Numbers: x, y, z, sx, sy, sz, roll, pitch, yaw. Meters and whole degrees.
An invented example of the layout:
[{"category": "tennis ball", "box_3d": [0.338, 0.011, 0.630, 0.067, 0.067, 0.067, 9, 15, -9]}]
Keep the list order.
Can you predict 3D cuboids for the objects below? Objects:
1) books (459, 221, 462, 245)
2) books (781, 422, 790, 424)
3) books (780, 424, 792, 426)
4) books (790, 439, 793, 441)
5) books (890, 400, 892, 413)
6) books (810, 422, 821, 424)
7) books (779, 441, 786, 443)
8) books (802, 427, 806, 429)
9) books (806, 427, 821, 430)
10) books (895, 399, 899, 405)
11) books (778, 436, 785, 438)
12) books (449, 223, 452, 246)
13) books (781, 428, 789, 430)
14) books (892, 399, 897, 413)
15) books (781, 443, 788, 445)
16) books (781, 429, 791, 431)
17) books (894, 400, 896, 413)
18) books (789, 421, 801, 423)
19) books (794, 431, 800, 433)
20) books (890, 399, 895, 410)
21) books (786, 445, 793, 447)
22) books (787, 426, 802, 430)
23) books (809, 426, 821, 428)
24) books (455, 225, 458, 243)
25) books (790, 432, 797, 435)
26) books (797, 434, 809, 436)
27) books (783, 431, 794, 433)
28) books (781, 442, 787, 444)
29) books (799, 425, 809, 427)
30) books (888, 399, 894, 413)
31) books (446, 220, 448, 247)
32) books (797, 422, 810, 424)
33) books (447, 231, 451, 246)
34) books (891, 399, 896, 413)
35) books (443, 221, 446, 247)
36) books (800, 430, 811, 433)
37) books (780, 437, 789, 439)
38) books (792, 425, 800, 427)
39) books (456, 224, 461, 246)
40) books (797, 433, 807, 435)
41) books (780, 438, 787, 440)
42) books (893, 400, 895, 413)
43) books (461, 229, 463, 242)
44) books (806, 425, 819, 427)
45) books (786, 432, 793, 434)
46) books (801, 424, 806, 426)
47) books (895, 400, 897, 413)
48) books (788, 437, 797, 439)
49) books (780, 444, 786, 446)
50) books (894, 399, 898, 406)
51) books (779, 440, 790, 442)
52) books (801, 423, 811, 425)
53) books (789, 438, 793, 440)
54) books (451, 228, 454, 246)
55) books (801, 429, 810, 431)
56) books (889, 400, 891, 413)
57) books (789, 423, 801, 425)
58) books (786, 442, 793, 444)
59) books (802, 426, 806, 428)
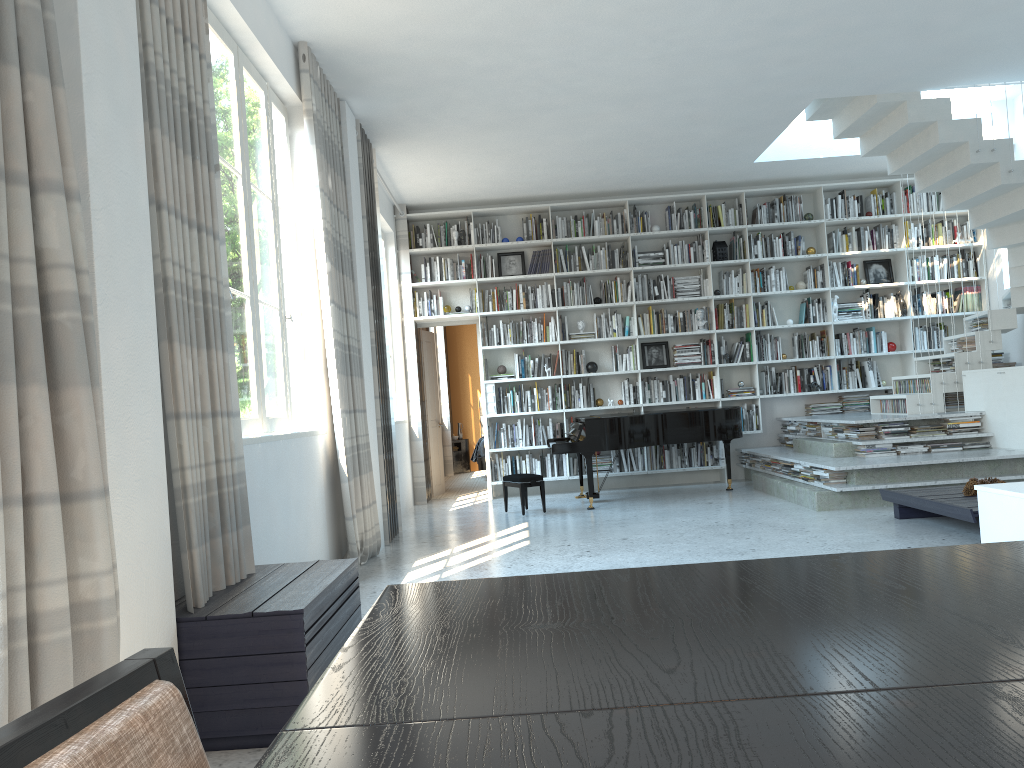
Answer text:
[{"category": "books", "box_3d": [-0.563, -1.628, 9.753, 0.013, 0.292, 0.154, -4, -1, 0]}, {"category": "books", "box_3d": [3.049, 0.418, 9.636, 0.159, 0.011, 0.246, -4, -2, -3]}, {"category": "books", "box_3d": [3.041, 0.440, 9.636, 0.171, 0.015, 0.253, -4, -2, -5]}, {"category": "books", "box_3d": [3.034, 0.590, 9.357, 0.137, 0.018, 0.200, -4, -2, -4]}, {"category": "books", "box_3d": [3.723, 0.211, 8.566, 0.125, 0.125, 0.007, -4, -1, 0]}, {"category": "books", "box_3d": [3.048, 0.376, 8.754, 0.139, 0.028, 0.262, -4, -2, 5]}, {"category": "books", "box_3d": [3.028, 0.627, 9.668, 0.170, 0.012, 0.215, -4, -2, 0]}, {"category": "books", "box_3d": [3.060, 0.446, 9.041, 0.150, 0.013, 0.215, -4, -2, 0]}, {"category": "books", "box_3d": [3.041, 0.433, 8.753, 0.179, 0.017, 0.293, -4, -2, 1]}, {"category": "books", "box_3d": [3.722, 0.208, 8.458, 0.125, 0.125, 0.007, -4, -1, 0]}, {"category": "books", "box_3d": [3.018, 0.570, 9.669, 0.174, 0.009, 0.240, -4, -2, 2]}, {"category": "books", "box_3d": [-0.670, -1.612, 9.748, 0.013, 0.275, 0.158, -4, -1, 0]}, {"category": "books", "box_3d": [3.050, 0.480, 9.636, 0.179, 0.012, 0.261, -4, -2, 0]}, {"category": "books", "box_3d": [3.723, 0.209, 8.518, 0.125, 0.125, 0.008, -4, -1, 0]}, {"category": "books", "box_3d": [3.032, 0.649, 9.668, 0.144, 0.005, 0.257, -4, -2, 5]}, {"category": "books", "box_3d": [3.046, 0.495, 9.635, 0.175, 0.017, 0.265, -4, -2, 3]}, {"category": "books", "box_3d": [3.722, 0.208, 8.473, 0.125, 0.125, 0.007, -4, -1, 0]}, {"category": "books", "box_3d": [3.038, 0.389, 9.346, 0.171, 0.020, 0.193, -4, -2, -5]}, {"category": "books", "box_3d": [3.070, 0.498, 9.344, 0.131, 0.021, 0.240, -4, -2, 2]}, {"category": "books", "box_3d": [3.723, 0.211, 8.581, 0.125, 0.125, 0.008, -4, -1, 0]}, {"category": "books", "box_3d": [3.013, 0.644, 9.357, 0.187, 0.009, 0.261, -4, -2, 3]}, {"category": "books", "box_3d": [3.036, 0.458, 9.345, 0.189, 0.030, 0.237, -4, -2, -3]}, {"category": "books", "box_3d": [3.042, 0.419, 8.754, 0.161, 0.012, 0.254, -4, -2, 4]}, {"category": "books", "box_3d": [-0.606, -1.606, 9.744, 0.021, 0.253, 0.179, -4, -1, 0]}, {"category": "books", "box_3d": [3.052, 0.518, 9.344, 0.173, 0.017, 0.233, -4, -2, -1]}, {"category": "books", "box_3d": [3.045, 0.513, 9.040, 0.183, 0.012, 0.296, -4, -2, -1]}, {"category": "books", "box_3d": [3.056, 0.511, 9.635, 0.163, 0.017, 0.232, -4, -2, 2]}, {"category": "books", "box_3d": [3.040, 0.639, 9.668, 0.147, 0.014, 0.292, -4, -2, 0]}, {"category": "books", "box_3d": [3.047, 0.423, 9.041, 0.167, 0.008, 0.234, -4, -2, -1]}, {"category": "books", "box_3d": [3.723, 0.212, 8.612, 0.125, 0.125, 0.009, -4, -1, 0]}, {"category": "books", "box_3d": [-0.716, -1.628, 9.753, 0.029, 0.314, 0.129, -4, -1, 0]}, {"category": "books", "box_3d": [3.038, 0.390, 9.041, 0.165, 0.015, 0.243, -4, -2, -5]}, {"category": "books", "box_3d": [-0.685, -1.567, 9.741, 0.024, 0.187, 0.159, -4, -1, 0]}, {"category": "books", "box_3d": [3.723, 0.210, 8.542, 0.125, 0.125, 0.008, -4, -1, 0]}, {"category": "books", "box_3d": [-0.737, -1.622, 9.742, 0.014, 0.304, 0.145, -4, -1, 0]}, {"category": "books", "box_3d": [3.047, 0.483, 9.040, 0.164, 0.023, 0.242, -4, -2, 4]}, {"category": "books", "box_3d": [3.025, 0.581, 9.669, 0.152, 0.015, 0.208, -4, -2, 5]}, {"category": "books", "box_3d": [3.046, 0.439, 9.345, 0.171, 0.007, 0.206, -4, -2, 2]}, {"category": "books", "box_3d": [-0.582, -1.610, 9.740, 0.027, 0.259, 0.147, -4, -1, 0]}, {"category": "books", "box_3d": [3.040, 0.501, 9.040, 0.190, 0.012, 0.235, -4, -2, -2]}, {"category": "books", "box_3d": [3.024, 0.593, 9.669, 0.159, 0.009, 0.210, -4, -2, 4]}, {"category": "books", "box_3d": [3.723, 0.209, 8.496, 0.125, 0.125, 0.009, -4, -1, 0]}, {"category": "books", "box_3d": [-0.542, -1.586, 9.748, 0.023, 0.205, 0.146, -4, -1, 0]}, {"category": "books", "box_3d": [3.035, 0.409, 8.754, 0.187, 0.009, 0.261, -4, -2, -1]}, {"category": "books", "box_3d": [3.071, 0.526, 9.635, 0.134, 0.014, 0.181, -4, -2, -3]}, {"category": "books", "box_3d": [3.052, 0.414, 9.041, 0.160, 0.010, 0.179, -4, -2, 0]}, {"category": "books", "box_3d": [3.722, 0.208, 8.450, 0.125, 0.125, 0.010, -4, -1, 0]}, {"category": "books", "box_3d": [3.029, 0.565, 9.358, 0.149, 0.014, 0.228, -4, -2, -2]}, {"category": "books", "box_3d": [3.032, 0.661, 9.668, 0.163, 0.019, 0.187, -4, -2, -1]}, {"category": "books", "box_3d": [3.722, 0.208, 8.481, 0.125, 0.125, 0.008, -4, -1, 0]}, {"category": "books", "box_3d": [3.031, 0.615, 9.669, 0.159, 0.012, 0.278, -4, -2, -1]}, {"category": "books", "box_3d": [3.052, 0.403, 9.041, 0.149, 0.013, 0.220, -4, -2, 3]}, {"category": "books", "box_3d": [3.028, 0.577, 9.357, 0.144, 0.009, 0.249, -4, -2, 4]}, {"category": "books", "box_3d": [-0.651, -1.589, 9.747, 0.021, 0.226, 0.156, -4, -1, 0]}, {"category": "books", "box_3d": [3.057, 0.462, 9.040, 0.154, 0.018, 0.221, -4, -2, -1]}, {"category": "books", "box_3d": [3.723, 0.211, 8.589, 0.125, 0.125, 0.008, -4, -1, 0]}, {"category": "books", "box_3d": [3.050, 0.414, 9.346, 0.163, 0.018, 0.290, -4, -2, -1]}, {"category": "books", "box_3d": [3.016, 0.617, 9.357, 0.180, 0.017, 0.183, -4, -2, -3]}, {"category": "books", "box_3d": [3.056, 0.433, 9.041, 0.144, 0.013, 0.220, -4, -2, 3]}]
